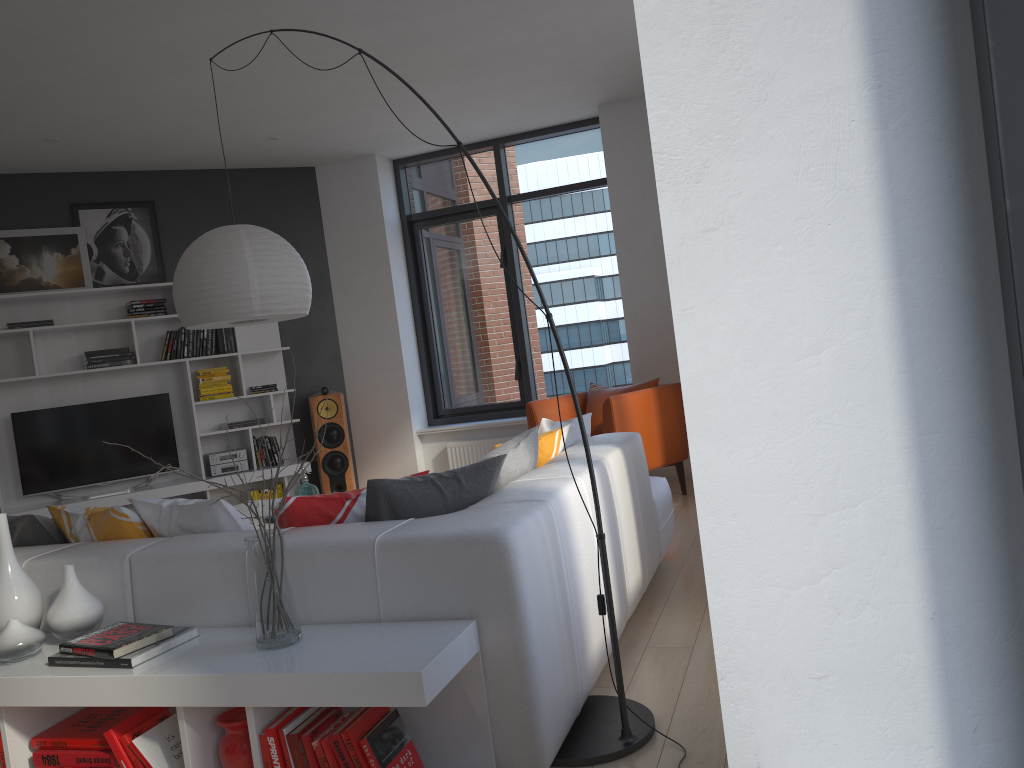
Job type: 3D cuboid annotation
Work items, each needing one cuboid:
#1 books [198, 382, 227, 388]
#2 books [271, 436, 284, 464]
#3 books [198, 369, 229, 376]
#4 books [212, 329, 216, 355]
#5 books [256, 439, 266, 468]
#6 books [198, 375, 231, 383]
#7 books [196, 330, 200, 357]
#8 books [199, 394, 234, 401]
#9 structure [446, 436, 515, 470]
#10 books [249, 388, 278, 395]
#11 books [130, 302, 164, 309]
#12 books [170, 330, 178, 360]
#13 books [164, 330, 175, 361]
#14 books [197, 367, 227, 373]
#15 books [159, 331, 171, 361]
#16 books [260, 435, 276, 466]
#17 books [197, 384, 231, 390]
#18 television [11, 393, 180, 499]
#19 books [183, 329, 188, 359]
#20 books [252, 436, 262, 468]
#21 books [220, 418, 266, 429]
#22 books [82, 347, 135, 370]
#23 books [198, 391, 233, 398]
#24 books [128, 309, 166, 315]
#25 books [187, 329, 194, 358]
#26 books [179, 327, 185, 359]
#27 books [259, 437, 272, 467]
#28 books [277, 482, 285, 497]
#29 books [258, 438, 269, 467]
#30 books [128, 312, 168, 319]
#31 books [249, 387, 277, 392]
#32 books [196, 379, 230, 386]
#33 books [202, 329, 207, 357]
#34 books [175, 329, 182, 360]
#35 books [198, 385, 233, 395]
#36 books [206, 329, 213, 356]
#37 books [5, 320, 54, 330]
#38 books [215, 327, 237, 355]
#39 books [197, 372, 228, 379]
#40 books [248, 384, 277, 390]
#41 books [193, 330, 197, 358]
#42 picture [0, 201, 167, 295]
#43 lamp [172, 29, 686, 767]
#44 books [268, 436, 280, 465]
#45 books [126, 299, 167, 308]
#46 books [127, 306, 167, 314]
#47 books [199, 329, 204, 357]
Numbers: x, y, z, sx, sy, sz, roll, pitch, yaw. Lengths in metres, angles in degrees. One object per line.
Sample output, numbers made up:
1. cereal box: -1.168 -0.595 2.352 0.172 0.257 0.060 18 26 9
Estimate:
1. books: -2.419 0.007 7.166 0.217 0.023 0.145 -8 2 -23
2. books: -1.967 0.551 7.372 0.077 0.233 0.179 -9 2 -27
3. books: -2.417 -0.092 7.185 0.223 0.023 0.163 -8 2 -23
4. books: -2.419 -0.355 7.153 0.066 0.260 0.197 -9 2 -27
5. books: -2.080 0.568 7.291 0.053 0.240 0.189 -9 2 -27
6. books: -2.412 -0.041 7.188 0.239 0.033 0.176 -8 2 -24
7. books: -2.512 -0.329 7.076 0.069 0.242 0.172 -9 2 -26
8. books: -2.390 0.109 7.170 0.257 0.028 0.194 -8 2 -22
9. structure: 0.171 0.656 7.457 1.474 0.460 0.110 -7 2 18
10. books: -2.048 0.062 7.297 0.213 0.023 0.161 -8 2 -23
11. books: -2.861 -0.608 6.951 0.246 0.026 0.180 -8 2 -24
12. books: -2.676 -0.302 7.009 0.081 0.233 0.169 -9 2 -28
13. books: -2.709 -0.297 7.007 0.096 0.234 0.187 -9 2 -27
14. books: -2.439 -0.113 7.200 0.223 0.023 0.163 -8 2 -23
15. books: -2.737 -0.294 6.988 0.104 0.234 0.182 -9 2 -27
16. books: -2.014 0.550 7.322 0.066 0.255 0.193 -9 2 -27
17. books: -2.418 0.024 7.188 0.251 0.014 0.189 -8 2 -24
18. television: -3.167 0.492 6.804 1.102 0.704 0.207 -9 2 -27
19. books: -2.605 -0.317 7.054 0.068 0.243 0.179 -9 2 -28
20. books: -2.112 0.557 7.279 0.053 0.268 0.202 -9 2 -27
21. books: -2.207 0.325 7.260 0.310 0.047 0.250 -9 2 -31
22. books: -3.110 -0.191 6.832 0.343 0.137 0.277 -9 2 -32
23. books: -2.400 0.084 7.175 0.257 0.024 0.203 -8 2 -24
24. books: -2.863 -0.553 6.956 0.264 0.020 0.189 -9 2 -28
25. books: -2.575 -0.327 7.074 0.084 0.249 0.191 -9 2 -27
26. books: -2.632 -0.320 7.047 0.075 0.254 0.192 -9 2 -28
27. books: -2.033 0.559 7.299 0.050 0.242 0.169 -9 2 -27
28. books: -1.898 0.949 7.303 0.025 0.270 0.213 -9 2 -27
29. books: -2.056 0.565 7.296 0.049 0.236 0.170 -9 2 -26
30. books: -2.857 -0.529 6.954 0.284 0.030 0.214 -8 2 -23
31. books: -2.053 0.043 7.299 0.198 0.015 0.142 -9 2 -28
32. books: -2.419 -0.014 7.186 0.239 0.019 0.171 -9 2 -27
33. books: -2.476 -0.338 7.109 0.071 0.243 0.179 -9 2 -28
34. books: -2.640 -0.310 7.013 0.069 0.242 0.172 -9 2 -26
35. books: -2.406 0.051 7.178 0.243 0.042 0.189 -9 2 -27
36. books: -2.447 -0.346 7.137 0.084 0.249 0.191 -9 2 -27
37. books: -3.579 -0.429 6.580 0.310 0.047 0.250 -9 2 -31
38. books: -2.349 -0.392 7.221 0.128 0.321 0.259 -9 2 -27
39. books: -2.423 -0.068 7.186 0.227 0.022 0.160 -8 2 -11
40. books: -2.060 0.024 7.312 0.213 0.023 0.161 -8 2 -23
41. books: -2.546 -0.336 7.090 0.066 0.260 0.197 -9 2 -27
42. picture: -3.388 -1.044 6.846 1.279 0.707 0.076 -9 2 -27
43. lamp: -0.368 -0.210 2.986 0.710 2.647 3.199 -9 3 -36
44. books: -1.983 0.551 7.328 0.066 0.242 0.177 -9 2 -27
45. books: -2.872 -0.633 6.959 0.266 0.030 0.209 -9 3 -33
46. books: -2.872 -0.579 6.974 0.284 0.030 0.214 -8 2 -23
47. books: -2.505 -0.339 7.109 0.075 0.254 0.192 -9 2 -28
